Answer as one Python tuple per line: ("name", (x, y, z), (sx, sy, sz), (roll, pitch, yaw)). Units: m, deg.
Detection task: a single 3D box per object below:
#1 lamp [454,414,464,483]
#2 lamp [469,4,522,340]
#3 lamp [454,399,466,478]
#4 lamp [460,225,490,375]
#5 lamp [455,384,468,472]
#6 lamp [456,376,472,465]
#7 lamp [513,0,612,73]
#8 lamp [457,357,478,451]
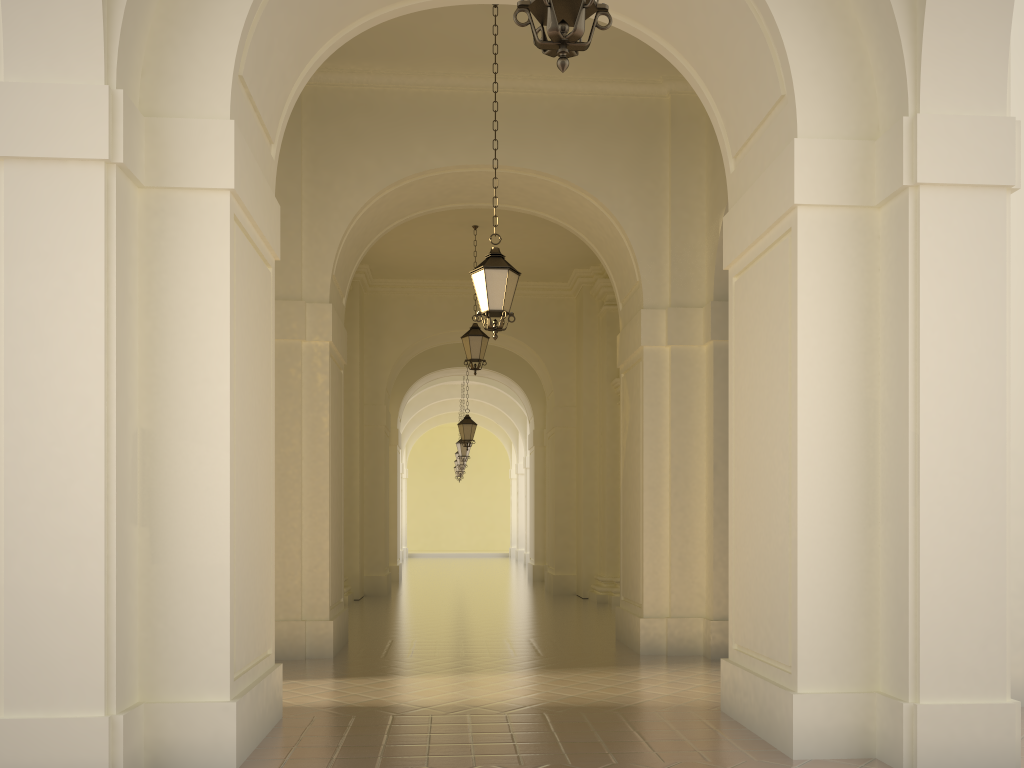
("lamp", (-2.281, 2.625, 37.933), (0.510, 3.306, 0.442), (0, 0, -4))
("lamp", (-0.162, -2.073, 8.486), (0.442, 3.306, 0.510), (0, 0, -34))
("lamp", (-2.008, 2.020, 34.139), (0.510, 3.306, 0.442), (0, 0, -4))
("lamp", (-0.628, -1.422, 14.960), (0.442, 2.563, 0.510), (0, 0, 26))
("lamp", (-1.734, 1.411, 30.322), (0.510, 3.306, 0.442), (0, 0, -4))
("lamp", (-1.454, 0.791, 26.435), (0.510, 3.306, 0.442), (0, 0, -4))
("lamp", (0.201, -2.877, 3.448), (0.510, 3.306, 0.442), (0, 0, -4))
("lamp", (-1.091, -0.013, 21.397), (0.442, 3.306, 0.510), (0, 0, -34))
